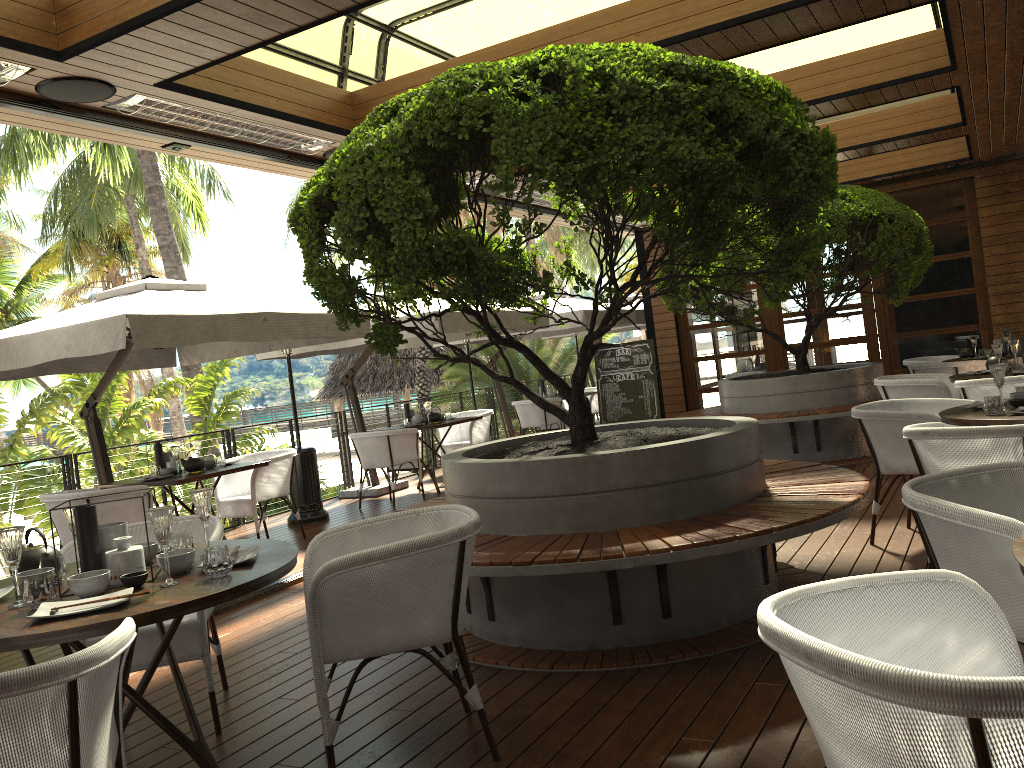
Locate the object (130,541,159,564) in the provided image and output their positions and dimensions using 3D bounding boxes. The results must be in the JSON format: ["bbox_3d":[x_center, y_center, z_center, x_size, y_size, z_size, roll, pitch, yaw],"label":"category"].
[{"bbox_3d":[-1.270,0.584,3.042,0.116,0.065,0.116,-7,1,12],"label":"object"}]

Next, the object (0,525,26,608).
[{"bbox_3d":[-1.445,0.531,2.573,0.082,0.227,0.082,-7,0,-9],"label":"object"}]

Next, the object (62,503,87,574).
[{"bbox_3d":[-1.472,0.525,3.012,0.082,0.227,0.082,-7,0,-26],"label":"object"}]

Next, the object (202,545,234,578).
[{"bbox_3d":[-0.882,0.533,2.656,0.086,0.086,0.086,-7,1,40],"label":"object"}]

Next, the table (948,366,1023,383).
[{"bbox_3d":[4.043,0.260,6.808,1.166,0.749,1.166,-7,1,-2],"label":"table"}]

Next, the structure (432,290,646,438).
[{"bbox_3d":[0.537,-0.219,12.913,2.411,2.332,2.416,-7,1,29],"label":"structure"}]

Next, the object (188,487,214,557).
[{"bbox_3d":[-1.049,0.472,3.029,0.082,0.227,0.082,-7,0,-9],"label":"object"}]

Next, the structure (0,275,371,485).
[{"bbox_3d":[-2.711,0.301,7.005,2.411,2.332,2.416,-7,1,29],"label":"structure"}]

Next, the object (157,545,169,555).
[{"bbox_3d":[-1.378,0.615,3.188,0.295,0.025,0.170,-7,1,-15],"label":"object"}]

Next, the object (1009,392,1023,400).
[{"bbox_3d":[2.593,0.076,4.498,0.116,0.065,0.116,-7,1,-17],"label":"object"}]

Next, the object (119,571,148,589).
[{"bbox_3d":[-1.118,0.585,2.629,0.080,0.042,0.080,-7,1,-16],"label":"object"}]

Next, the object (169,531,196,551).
[{"bbox_3d":[-1.141,0.557,3.066,0.086,0.086,0.086,-7,1,30],"label":"object"}]

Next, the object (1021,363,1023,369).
[{"bbox_3d":[3.878,-0.126,6.637,0.116,0.065,0.116,-8,1,-36],"label":"object"}]

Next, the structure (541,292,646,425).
[{"bbox_3d":[2.161,-0.479,15.866,2.411,2.332,2.416,-7,1,29],"label":"structure"}]

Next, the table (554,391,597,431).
[{"bbox_3d":[0.729,0.550,12.925,0.930,0.749,0.932,-7,1,29],"label":"table"}]

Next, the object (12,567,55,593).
[{"bbox_3d":[-1.483,0.617,2.755,0.116,0.065,0.116,-7,1,-11],"label":"object"}]

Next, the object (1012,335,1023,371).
[{"bbox_3d":[4.002,-0.244,6.792,0.263,0.264,0.264,-7,1,33],"label":"object"}]

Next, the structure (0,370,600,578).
[{"bbox_3d":[-4.050,1.227,6.687,0.163,1.153,26.296,-7,1,29],"label":"structure"}]

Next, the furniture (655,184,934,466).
[{"bbox_3d":[2.886,-0.611,9.005,2.570,2.722,2.719,-7,1,-6],"label":"furniture"}]

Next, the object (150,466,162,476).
[{"bbox_3d":[-2.754,0.682,6.863,0.086,0.086,0.086,-7,1,34],"label":"object"}]

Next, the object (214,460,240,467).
[{"bbox_3d":[-2.405,0.661,7.308,0.294,0.025,0.170,-6,1,29],"label":"object"}]

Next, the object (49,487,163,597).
[{"bbox_3d":[-1.267,0.489,2.793,0.263,0.264,0.263,-7,1,-15],"label":"object"}]

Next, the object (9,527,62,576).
[{"bbox_3d":[-1.599,0.569,2.976,0.163,0.179,0.168,-7,1,-12],"label":"object"}]

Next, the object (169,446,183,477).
[{"bbox_3d":[-2.535,0.584,6.709,0.082,0.227,0.082,-7,0,30],"label":"object"}]

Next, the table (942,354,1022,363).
[{"bbox_3d":[5.175,0.070,9.254,1.166,0.749,1.166,-7,1,-2],"label":"table"}]

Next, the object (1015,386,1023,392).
[{"bbox_3d":[2.657,0.054,4.608,0.086,0.086,0.086,-7,1,2],"label":"object"}]

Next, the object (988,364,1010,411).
[{"bbox_3d":[2.405,0.017,4.367,0.082,0.227,0.082,-7,0,-43],"label":"object"}]

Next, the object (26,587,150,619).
[{"bbox_3d":[-1.145,0.601,2.423,0.295,0.025,0.170,-7,1,-15],"label":"object"}]

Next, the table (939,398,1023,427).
[{"bbox_3d":[2.773,0.466,4.334,1.165,0.749,1.166,-7,1,9],"label":"table"}]

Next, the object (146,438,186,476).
[{"bbox_3d":[-2.755,0.589,7.084,0.263,0.264,0.263,-7,1,-16],"label":"object"}]

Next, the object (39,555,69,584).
[{"bbox_3d":[-1.486,0.604,2.869,0.086,0.086,0.086,-7,1,40],"label":"object"}]

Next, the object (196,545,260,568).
[{"bbox_3d":[-0.914,0.563,2.886,0.170,0.025,0.294,-7,1,-10],"label":"object"}]

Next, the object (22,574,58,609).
[{"bbox_3d":[-1.343,0.593,2.523,0.086,0.086,0.086,-7,1,30],"label":"object"}]

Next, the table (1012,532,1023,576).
[{"bbox_3d":[1.614,0.664,1.600,1.165,0.749,1.167,-7,1,32],"label":"table"}]

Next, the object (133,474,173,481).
[{"bbox_3d":[-2.679,0.708,6.668,0.294,0.025,0.170,-6,1,29],"label":"object"}]

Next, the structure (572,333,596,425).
[{"bbox_3d":[1.113,-0.259,14.554,0.699,2.192,0.700,-7,0,17],"label":"structure"}]

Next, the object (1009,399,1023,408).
[{"bbox_3d":[2.516,0.099,4.407,0.080,0.042,0.080,-8,1,-45],"label":"object"}]

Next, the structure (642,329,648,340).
[{"bbox_3d":[2.703,-0.514,17.446,0.699,2.192,0.700,-7,0,17],"label":"structure"}]

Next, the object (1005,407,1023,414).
[{"bbox_3d":[2.461,0.121,4.083,0.170,0.025,0.294,-8,1,-39],"label":"object"}]

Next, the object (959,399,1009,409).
[{"bbox_3d":[2.443,0.112,4.602,0.295,0.025,0.170,-8,2,-44],"label":"object"}]

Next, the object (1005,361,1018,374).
[{"bbox_3d":[3.755,-0.123,6.676,0.086,0.086,0.086,-7,1,-7],"label":"object"}]

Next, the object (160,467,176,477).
[{"bbox_3d":[-2.648,0.681,6.828,0.116,0.065,0.116,-7,1,28],"label":"object"}]

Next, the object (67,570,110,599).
[{"bbox_3d":[-1.232,0.589,2.588,0.116,0.065,0.116,-7,1,12],"label":"object"}]

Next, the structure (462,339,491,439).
[{"bbox_3d":[-0.522,0.003,11.581,0.699,2.192,0.700,-7,0,17],"label":"structure"}]

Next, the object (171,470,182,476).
[{"bbox_3d":[-2.561,0.682,6.781,0.080,0.042,0.080,-7,1,-10],"label":"object"}]

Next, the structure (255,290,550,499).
[{"bbox_3d":[-1.087,0.041,9.959,2.411,2.332,2.416,-7,1,29],"label":"structure"}]

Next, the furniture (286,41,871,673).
[{"bbox_3d":[0.333,-0.205,4.506,2.614,2.722,2.697,-7,1,20],"label":"furniture"}]

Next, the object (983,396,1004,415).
[{"bbox_3d":[2.316,0.104,4.268,0.086,0.086,0.086,-7,1,7],"label":"object"}]

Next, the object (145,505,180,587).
[{"bbox_3d":[-1.024,0.478,2.616,0.082,0.227,0.082,-7,0,-26],"label":"object"}]

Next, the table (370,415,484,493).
[{"bbox_3d":[-0.899,0.811,9.962,0.930,0.749,0.932,-7,1,29],"label":"table"}]

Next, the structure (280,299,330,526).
[{"bbox_3d":[-2.123,0.260,8.668,0.699,2.192,0.700,-7,0,17],"label":"structure"}]

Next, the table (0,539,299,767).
[{"bbox_3d":[-1.219,0.993,2.790,1.165,0.749,1.167,-7,1,34],"label":"table"}]

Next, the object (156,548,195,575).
[{"bbox_3d":[-1.053,0.563,2.786,0.116,0.065,0.116,-7,1,-11],"label":"object"}]

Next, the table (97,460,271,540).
[{"bbox_3d":[-2.528,1.072,7.000,0.930,0.749,0.932,-7,1,29],"label":"table"}]

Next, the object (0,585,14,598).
[{"bbox_3d":[-1.626,0.656,2.658,0.170,0.025,0.294,-7,1,-10],"label":"object"}]

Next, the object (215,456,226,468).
[{"bbox_3d":[-2.339,0.626,7.108,0.086,0.086,0.086,-7,1,34],"label":"object"}]

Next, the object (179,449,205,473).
[{"bbox_3d":[-2.490,0.601,6.936,0.163,0.179,0.168,-7,1,31],"label":"object"}]
